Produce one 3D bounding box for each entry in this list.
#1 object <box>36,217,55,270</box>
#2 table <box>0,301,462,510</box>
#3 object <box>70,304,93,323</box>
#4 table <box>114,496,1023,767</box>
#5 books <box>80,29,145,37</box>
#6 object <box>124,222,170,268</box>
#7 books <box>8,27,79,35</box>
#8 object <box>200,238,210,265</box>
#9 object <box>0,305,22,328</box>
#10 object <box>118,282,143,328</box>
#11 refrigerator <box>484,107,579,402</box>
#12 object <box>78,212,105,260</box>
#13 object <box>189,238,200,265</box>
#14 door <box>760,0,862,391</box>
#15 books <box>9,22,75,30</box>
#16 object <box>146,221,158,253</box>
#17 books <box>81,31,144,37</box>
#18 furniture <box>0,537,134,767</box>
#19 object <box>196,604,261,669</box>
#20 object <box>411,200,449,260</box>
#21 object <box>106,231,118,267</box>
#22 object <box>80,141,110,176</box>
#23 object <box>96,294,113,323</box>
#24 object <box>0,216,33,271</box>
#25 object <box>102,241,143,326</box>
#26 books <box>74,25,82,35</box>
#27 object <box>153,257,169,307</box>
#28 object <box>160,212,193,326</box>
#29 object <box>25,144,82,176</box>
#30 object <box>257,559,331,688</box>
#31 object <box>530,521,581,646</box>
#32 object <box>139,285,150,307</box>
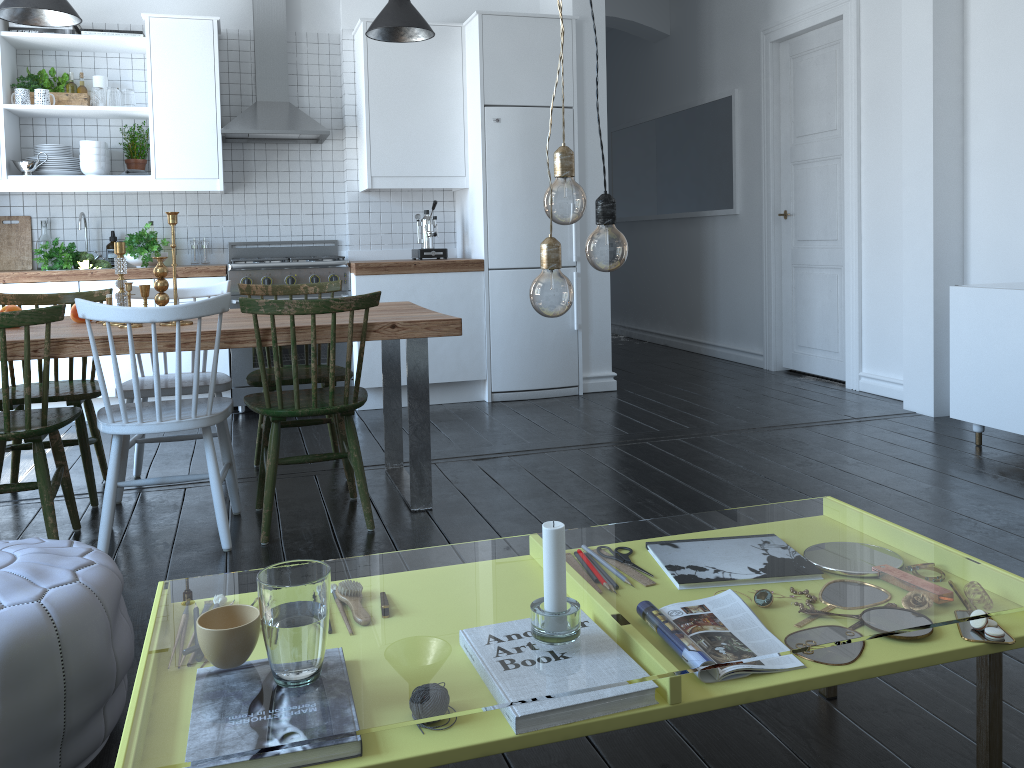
[{"bbox_3d":[-2.841,-0.854,5.356,0.098,0.315,0.098,-2,3,-17],"label":"object"},{"bbox_3d":[-1.381,0.125,3.294,2.230,0.711,1.027,-4,8,-17],"label":"table"},{"bbox_3d":[-1.650,-0.274,3.385,0.089,0.083,0.085,-2,6,-5],"label":"object"},{"bbox_3d":[0.137,0.543,1.487,1.403,0.396,0.606,-4,8,-17],"label":"table"},{"bbox_3d":[-2.403,-2.104,5.331,0.341,0.016,0.277,-4,10,-16],"label":"books"},{"bbox_3d":[-2.200,-0.831,5.268,0.272,0.267,0.340,-4,7,-27],"label":"object"},{"bbox_3d":[-2.753,-2.054,5.219,0.351,0.043,0.262,-4,9,-15],"label":"books"},{"bbox_3d":[-1.956,-0.846,5.610,0.059,0.171,0.059,-2,3,-4],"label":"object"},{"bbox_3d":[-1.833,-0.246,3.229,0.083,0.087,0.092,0,6,9],"label":"object"},{"bbox_3d":[-1.358,-0.280,3.127,0.080,0.159,0.080,1,4,30],"label":"object"},{"bbox_3d":[0.044,-0.847,5.731,0.577,1.790,0.685,-2,4,-17],"label":"refrigerator"},{"bbox_3d":[-2.566,-0.867,5.351,0.189,0.350,0.275,-5,6,-40],"label":"object"},{"bbox_3d":[-2.021,-0.845,5.612,0.059,0.171,0.059,-2,3,-4],"label":"object"},{"bbox_3d":[2.028,-1.265,5.942,0.116,2.459,1.047,-2,4,-17],"label":"door"},{"bbox_3d":[-2.762,-2.089,5.205,0.329,0.030,0.262,-5,10,-19],"label":"books"},{"bbox_3d":[-2.246,-0.875,5.492,0.066,0.281,0.067,-3,3,-22],"label":"object"},{"bbox_3d":[-2.399,-2.077,5.324,0.350,0.037,0.263,-4,10,-18],"label":"books"},{"bbox_3d":[-1.075,0.553,1.733,0.611,0.416,0.620,-4,8,-23],"label":"furniture"},{"bbox_3d":[-0.400,0.362,1.248,0.087,0.066,0.088,0,7,11],"label":"object"},{"bbox_3d":[-0.516,-0.973,5.592,0.206,0.367,0.356,-3,6,-17],"label":"object"},{"bbox_3d":[-2.473,-0.836,5.466,0.085,0.229,0.086,1,4,38],"label":"object"},{"bbox_3d":[-2.499,-1.344,5.276,0.150,0.215,0.312,-3,7,-19],"label":"object"},{"bbox_3d":[-1.542,-0.291,3.375,0.103,0.113,0.103,-5,7,-31],"label":"object"},{"bbox_3d":[-3.030,-0.852,5.329,0.220,0.328,0.041,-3,3,-17],"label":"object"},{"bbox_3d":[-1.452,-0.375,3.274,0.140,0.309,0.141,0,4,25],"label":"object"},{"bbox_3d":[-2.755,-2.122,5.218,0.352,0.030,0.290,-4,10,-17],"label":"books"},{"bbox_3d":[-1.349,-0.365,3.389,0.101,0.246,0.101,-1,4,7],"label":"object"},{"bbox_3d":[-1.217,-0.415,3.173,0.114,0.408,0.114,1,4,35],"label":"object"},{"bbox_3d":[-2.737,-1.325,5.260,0.301,0.193,0.309,-3,8,-16],"label":"object"},{"bbox_3d":[-0.294,0.327,1.198,0.098,0.145,0.098,2,6,33],"label":"object"},{"bbox_3d":[0.063,0.289,1.305,0.074,0.172,0.075,0,4,18],"label":"object"},{"bbox_3d":[-1.431,-0.317,3.437,0.049,0.138,0.050,-2,3,-17],"label":"object"}]
